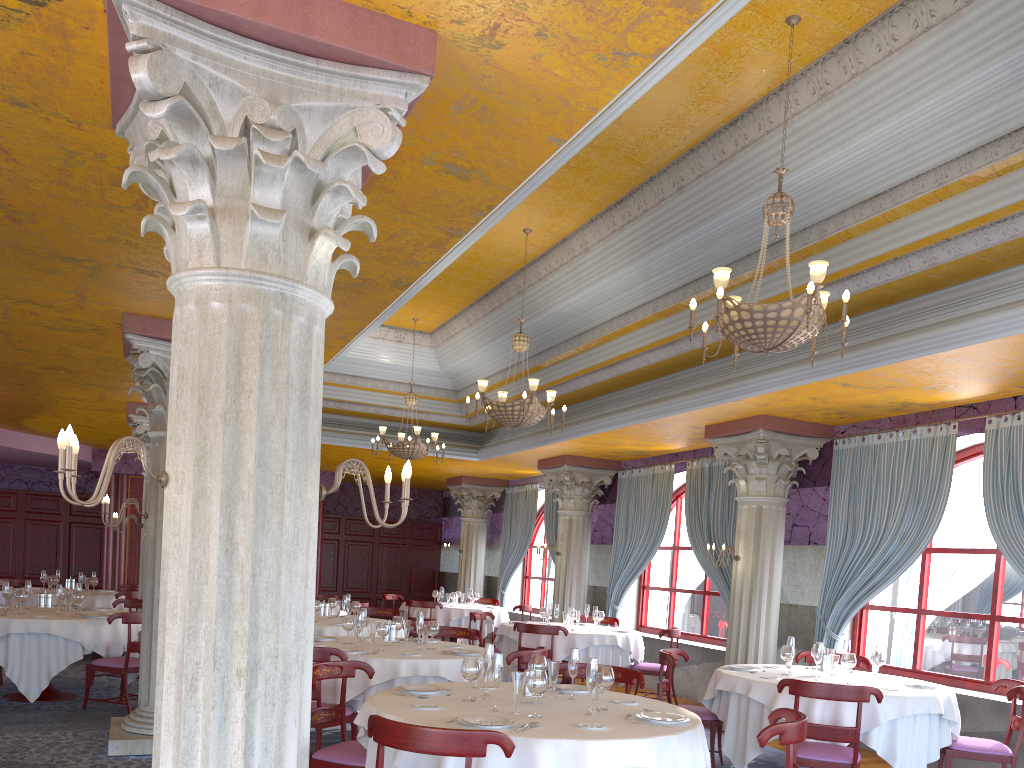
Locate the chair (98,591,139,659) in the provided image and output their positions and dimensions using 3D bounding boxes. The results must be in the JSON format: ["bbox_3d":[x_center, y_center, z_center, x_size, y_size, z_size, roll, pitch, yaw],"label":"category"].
[{"bbox_3d":[-5.845,3.678,13.039,0.642,1.095,0.755,3,-2,22],"label":"chair"}]

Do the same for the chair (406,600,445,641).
[{"bbox_3d":[-1.558,4.434,15.401,0.744,1.096,0.650,3,-1,21],"label":"chair"}]

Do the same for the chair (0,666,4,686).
[{"bbox_3d":[-6.404,3.006,10.026,0.642,1.095,0.755,3,-2,21],"label":"chair"}]

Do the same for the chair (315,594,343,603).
[{"bbox_3d":[-3.313,4.257,15.058,0.744,1.096,0.650,3,-1,21],"label":"chair"}]

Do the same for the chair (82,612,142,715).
[{"bbox_3d":[-4.123,2.957,9.151,0.642,1.095,0.755,3,-2,22],"label":"chair"}]

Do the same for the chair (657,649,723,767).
[{"bbox_3d":[1.677,3.079,8.095,0.642,1.095,0.755,3,-2,21],"label":"chair"}]

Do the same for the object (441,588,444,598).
[{"bbox_3d":[-1.321,4.022,16.205,0.074,0.337,0.073,4,3,13],"label":"object"}]

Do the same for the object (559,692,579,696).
[{"bbox_3d":[0.374,2.051,5.666,0.138,0.011,0.030,-2,-11,23],"label":"object"}]

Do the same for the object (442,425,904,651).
[{"bbox_3d":[3.429,2.340,10.211,2.105,3.588,29.403,4,-11,-23],"label":"object"}]

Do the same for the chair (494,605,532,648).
[{"bbox_3d":[0.024,4.678,16.105,0.642,1.095,0.755,3,-2,22],"label":"chair"}]

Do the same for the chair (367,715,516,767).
[{"bbox_3d":[-0.324,2.098,4.030,0.744,1.096,0.650,3,-1,21],"label":"chair"}]

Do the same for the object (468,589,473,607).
[{"bbox_3d":[-0.781,4.068,16.272,0.074,0.337,0.073,4,3,13],"label":"object"}]

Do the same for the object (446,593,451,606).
[{"bbox_3d":[-1.201,4.071,16.170,0.086,0.238,0.085,2,2,-44],"label":"object"}]

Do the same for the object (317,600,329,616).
[{"bbox_3d":[-2.406,2.863,10.939,0.146,0.212,0.071,5,0,-43],"label":"object"}]

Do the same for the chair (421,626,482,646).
[{"bbox_3d":[-0.738,3.178,9.242,0.744,1.096,0.650,3,-1,21],"label":"chair"}]

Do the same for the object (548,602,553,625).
[{"bbox_3d":[0.547,3.323,12.382,0.073,0.337,0.074,5,3,35],"label":"object"}]

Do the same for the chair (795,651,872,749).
[{"bbox_3d":[3.259,3.323,8.800,0.744,1.096,0.650,3,-1,21],"label":"chair"}]

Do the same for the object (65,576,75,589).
[{"bbox_3d":[-9.692,2.543,13.797,5.656,1.206,0.351,3,2,4],"label":"object"}]

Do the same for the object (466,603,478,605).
[{"bbox_3d":[-0.820,4.424,17.233,0.316,0.024,0.316,9,-13,-23],"label":"object"}]

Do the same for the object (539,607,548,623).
[{"bbox_3d":[0.448,3.306,12.159,0.122,0.265,0.121,3,1,-10],"label":"object"}]

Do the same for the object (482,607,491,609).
[{"bbox_3d":[-0.464,4.208,16.084,0.231,0.013,0.028,-1,-10,21],"label":"object"}]

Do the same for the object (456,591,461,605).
[{"bbox_3d":[-1.072,4.222,16.909,0.123,0.265,0.121,3,1,-32],"label":"object"}]

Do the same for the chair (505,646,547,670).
[{"bbox_3d":[-0.038,2.885,7.663,0.642,1.095,0.755,3,-2,22],"label":"chair"}]

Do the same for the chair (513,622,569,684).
[{"bbox_3d":[0.374,3.625,11.037,0.744,1.096,0.650,3,-1,21],"label":"chair"}]

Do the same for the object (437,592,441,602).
[{"bbox_3d":[-1.427,4.154,16.625,0.086,0.238,0.085,2,2,-44],"label":"object"}]

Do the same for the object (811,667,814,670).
[{"bbox_3d":[2.943,2.783,8.379,0.022,0.003,0.259,-1,-13,20],"label":"object"}]

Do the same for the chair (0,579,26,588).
[{"bbox_3d":[-8.126,3.727,13.914,0.642,1.095,0.755,3,-2,21],"label":"chair"}]

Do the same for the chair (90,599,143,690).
[{"bbox_3d":[-4.823,3.249,10.730,0.744,1.096,0.650,3,-1,21],"label":"chair"}]

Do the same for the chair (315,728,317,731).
[{"bbox_3d":[-2.319,2.934,8.537,0.642,1.095,0.755,3,-2,21],"label":"chair"}]

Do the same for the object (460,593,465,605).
[{"bbox_3d":[-0.971,4.229,16.852,0.086,0.238,0.085,3,1,1],"label":"object"}]

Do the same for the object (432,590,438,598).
[{"bbox_3d":[-1.484,4.115,16.522,0.122,0.265,0.121,3,1,-10],"label":"object"}]

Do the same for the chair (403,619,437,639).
[{"bbox_3d":[-1.274,3.403,10.453,0.642,1.095,0.755,3,-2,22],"label":"chair"}]

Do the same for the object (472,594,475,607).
[{"bbox_3d":[-0.746,4.146,16.397,0.086,0.238,0.085,2,2,-44],"label":"object"}]

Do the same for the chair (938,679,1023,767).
[{"bbox_3d":[3.958,3.030,7.220,0.642,1.095,0.755,3,-2,22],"label":"chair"}]

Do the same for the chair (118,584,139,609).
[{"bbox_3d":[-6.544,3.971,14.619,0.744,1.096,0.650,3,-1,21],"label":"chair"}]

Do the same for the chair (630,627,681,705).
[{"bbox_3d":[1.956,3.869,11.742,0.642,1.095,0.755,3,-2,22],"label":"chair"}]

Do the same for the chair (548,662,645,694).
[{"bbox_3d":[0.559,2.635,6.315,0.744,1.096,0.650,3,-1,21],"label":"chair"}]

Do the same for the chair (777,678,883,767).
[{"bbox_3d":[2.377,2.786,6.515,0.744,1.096,0.650,3,-1,21],"label":"chair"}]

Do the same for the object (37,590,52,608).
[{"bbox_3d":[-5.255,2.417,9.637,0.146,0.212,0.071,5,0,-43],"label":"object"}]

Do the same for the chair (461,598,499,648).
[{"bbox_3d":[-0.676,4.971,17.685,0.744,1.096,0.650,3,-1,21],"label":"chair"}]

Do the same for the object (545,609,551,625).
[{"bbox_3d":[0.505,3.344,12.261,0.086,0.238,0.085,3,2,-21],"label":"object"}]

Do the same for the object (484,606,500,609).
[{"bbox_3d":[-0.377,4.242,16.247,0.316,0.024,0.316,9,-13,-23],"label":"object"}]

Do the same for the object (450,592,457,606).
[{"bbox_3d":[-1.098,4.051,16.112,0.121,0.265,0.123,4,1,35],"label":"object"}]

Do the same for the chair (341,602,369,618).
[{"bbox_3d":[-2.614,3.964,13.479,0.642,1.095,0.755,3,-2,22],"label":"chair"}]

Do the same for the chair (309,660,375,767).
[{"bbox_3d":[-1.023,2.391,5.610,0.642,1.095,0.755,3,-2,21],"label":"chair"}]

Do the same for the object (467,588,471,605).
[{"bbox_3d":[-0.846,4.179,16.811,0.074,0.337,0.073,4,3,13],"label":"object"}]

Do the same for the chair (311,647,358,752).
[{"bbox_3d":[-1.620,2.641,6.958,0.744,1.096,0.650,3,-1,21],"label":"chair"}]

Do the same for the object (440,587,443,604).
[{"bbox_3d":[-1.385,4.133,16.745,0.074,0.337,0.073,4,3,13],"label":"object"}]

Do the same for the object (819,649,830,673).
[{"bbox_3d":[2.826,2.490,7.706,0.146,0.212,0.071,5,0,-43],"label":"object"}]

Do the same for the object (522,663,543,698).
[{"bbox_3d":[0.126,1.802,5.221,0.146,0.212,0.071,5,0,-43],"label":"object"}]

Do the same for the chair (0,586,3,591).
[{"bbox_3d":[-7.427,3.434,12.334,0.744,1.096,0.650,3,-1,21],"label":"chair"}]

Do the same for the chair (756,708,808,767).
[{"bbox_3d":[1.258,2.342,4.735,0.642,1.095,0.755,3,-2,22],"label":"chair"}]

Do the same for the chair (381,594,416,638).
[{"bbox_3d":[-2.257,4.727,16.980,0.642,1.095,0.755,3,-2,21],"label":"chair"}]

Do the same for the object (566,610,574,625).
[{"bbox_3d":[0.824,3.329,12.228,0.146,0.212,0.071,5,0,-43],"label":"object"}]

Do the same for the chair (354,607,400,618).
[{"bbox_3d":[-1.973,3.696,12.033,0.744,1.096,0.650,3,-1,21],"label":"chair"}]

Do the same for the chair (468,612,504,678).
[{"bbox_3d":[-0.325,3.918,12.617,0.642,1.095,0.755,3,-2,21],"label":"chair"}]

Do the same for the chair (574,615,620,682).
[{"bbox_3d":[1.256,4.162,13.322,0.744,1.096,0.650,3,-1,21],"label":"chair"}]

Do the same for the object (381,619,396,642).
[{"bbox_3d":[-1.170,2.345,8.149,0.146,0.212,0.071,5,0,-43],"label":"object"}]

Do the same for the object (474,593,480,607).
[{"bbox_3d":[-0.687,4.158,16.499,0.122,0.265,0.121,3,1,-10],"label":"object"}]

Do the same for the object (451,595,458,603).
[{"bbox_3d":[-1.108,4.138,16.591,0.146,0.212,0.071,5,0,-43],"label":"object"}]
